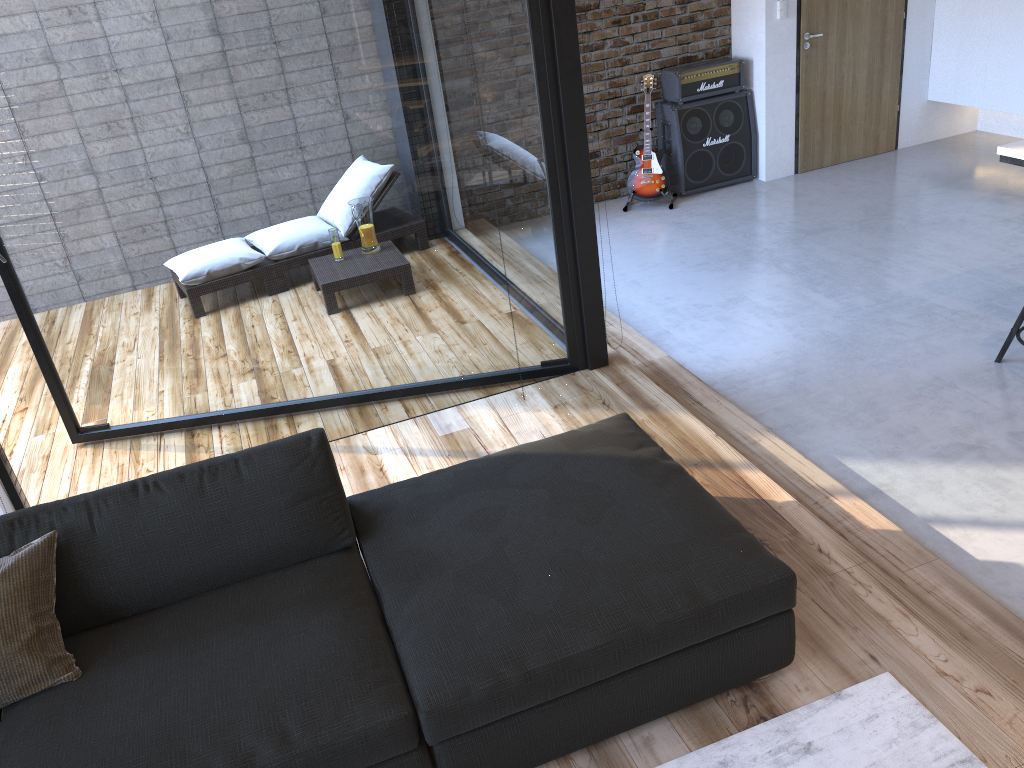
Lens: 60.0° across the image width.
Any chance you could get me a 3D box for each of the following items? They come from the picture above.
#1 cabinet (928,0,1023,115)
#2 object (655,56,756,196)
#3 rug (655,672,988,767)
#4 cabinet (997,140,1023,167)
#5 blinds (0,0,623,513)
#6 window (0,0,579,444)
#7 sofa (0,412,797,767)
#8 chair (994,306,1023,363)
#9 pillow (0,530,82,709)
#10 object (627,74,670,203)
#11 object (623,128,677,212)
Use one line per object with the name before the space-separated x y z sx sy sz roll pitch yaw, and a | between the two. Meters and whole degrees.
cabinet | 3.589 -2.952 6.113 0.020 2.130 1.700 -16 28 -14
object | 1.542 -2.050 7.036 0.696 0.942 0.356 -16 28 -14
rug | 0.285 1.363 1.406 2.111 0.003 1.628 -16 28 -14
cabinet | 4.331 -0.504 1.111 2.471 2.890 9.067 -16 28 -14
blinds | -0.476 -1.089 4.120 1.827 2.065 3.839 5 30 25
window | -1.026 -0.788 3.735 2.448 2.063 0.100 -8 28 1
sofa | -0.490 1.064 1.444 2.996 0.705 3.028 -16 28 -14
chair | 2.392 -0.335 3.829 0.366 0.634 0.364 -9 27 -1
pillow | -1.373 0.637 2.198 0.546 0.311 0.271 -16 28 -14
object | 1.062 -1.902 6.878 0.330 0.879 0.521 0 29 17
object | 1.053 -1.676 6.863 0.389 0.591 0.329 0 29 17
